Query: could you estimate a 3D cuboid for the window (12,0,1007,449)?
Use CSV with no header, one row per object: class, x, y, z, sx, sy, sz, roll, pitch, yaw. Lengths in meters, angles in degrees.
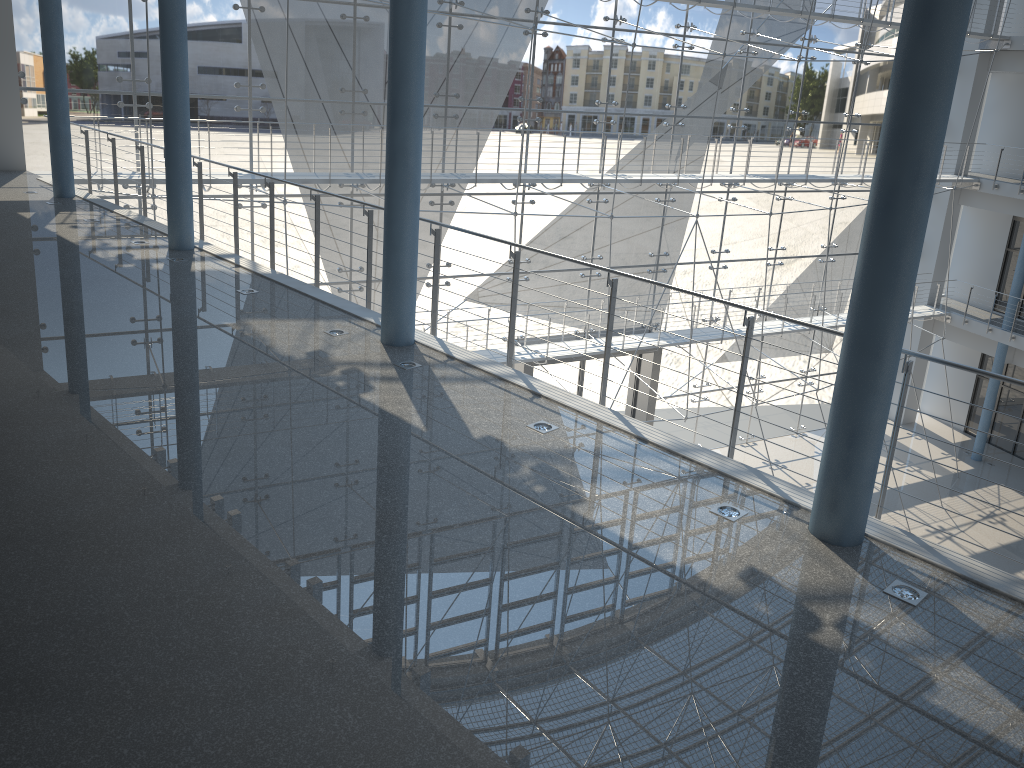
window,0.249,-0.978,2.623,3.859,2.720,0.010,-6,20,-28
